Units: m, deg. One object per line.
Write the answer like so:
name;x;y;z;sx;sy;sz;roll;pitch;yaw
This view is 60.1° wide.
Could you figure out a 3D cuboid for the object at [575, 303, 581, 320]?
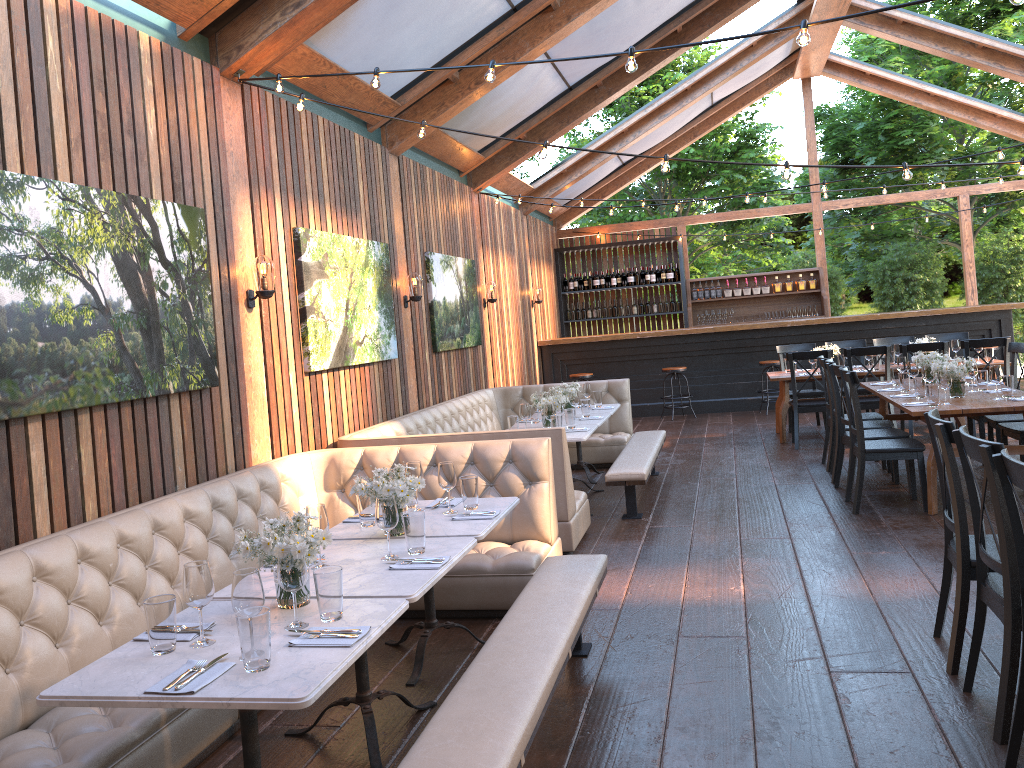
object;1.162;-1.284;15.615;0.094;0.308;0.094;-5;0;-21

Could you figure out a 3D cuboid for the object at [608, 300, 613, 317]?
object;1.719;-1.323;15.499;0.094;0.308;0.094;-5;0;40

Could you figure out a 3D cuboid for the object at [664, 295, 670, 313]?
object;2.662;-1.385;15.244;0.094;0.308;0.094;-5;0;10

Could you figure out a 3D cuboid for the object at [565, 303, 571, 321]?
object;0.993;-1.277;15.711;0.094;0.308;0.094;-5;0;0

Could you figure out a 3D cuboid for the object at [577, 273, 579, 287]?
object;1.174;-1.803;15.691;0.136;0.316;0.136;-5;1;-25

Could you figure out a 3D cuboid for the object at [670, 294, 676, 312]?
object;2.760;-1.391;15.207;0.094;0.308;0.094;-5;0;15

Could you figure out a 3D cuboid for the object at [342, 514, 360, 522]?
object;-0.682;0.644;4.299;0.255;0.019;0.158;-4;4;14

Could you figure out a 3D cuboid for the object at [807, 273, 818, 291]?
object;5.080;-1.726;14.965;0.176;0.288;0.109;-4;1;19

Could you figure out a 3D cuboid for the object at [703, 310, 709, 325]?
object;3.352;-1.145;15.265;0.092;0.244;0.092;-5;1;34

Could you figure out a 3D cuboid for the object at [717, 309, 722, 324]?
object;3.569;-1.160;15.214;0.092;0.244;0.092;-5;0;-11

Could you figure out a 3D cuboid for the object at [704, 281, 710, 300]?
object;3.386;-1.629;15.381;0.094;0.318;0.094;-5;0;9

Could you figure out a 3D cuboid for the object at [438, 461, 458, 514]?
object;-0.310;0.501;4.282;0.092;0.244;0.092;-5;0;17

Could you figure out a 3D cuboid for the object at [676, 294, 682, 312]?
object;2.868;-1.401;15.218;0.094;0.308;0.094;-5;0;40

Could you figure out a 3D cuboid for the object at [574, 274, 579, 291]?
object;1.126;-1.789;15.591;0.077;0.307;0.077;-5;0;30

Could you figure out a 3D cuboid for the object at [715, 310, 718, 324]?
object;3.560;-1.166;15.314;0.092;0.244;0.092;-5;1;34

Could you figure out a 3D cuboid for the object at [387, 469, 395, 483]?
object;-0.581;0.531;4.176;0.092;0.244;0.092;-5;0;-28

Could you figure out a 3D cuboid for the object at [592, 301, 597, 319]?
object;1.447;-1.307;15.598;0.094;0.308;0.094;-5;0;-22

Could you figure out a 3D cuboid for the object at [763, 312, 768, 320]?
object;4.348;-1.161;15.104;0.097;0.134;0.097;-5;1;0

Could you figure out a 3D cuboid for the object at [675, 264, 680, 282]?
object;2.828;-1.902;15.175;0.075;0.303;0.075;-5;0;30

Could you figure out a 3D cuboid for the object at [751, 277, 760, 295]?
object;4.176;-1.676;15.155;0.138;0.311;0.138;-5;1;8

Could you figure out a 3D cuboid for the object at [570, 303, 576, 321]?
object;1.072;-1.278;15.628;0.094;0.308;0.094;-5;0;19

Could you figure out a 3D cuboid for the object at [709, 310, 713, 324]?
object;3.463;-1.161;15.357;0.092;0.244;0.092;-5;1;34

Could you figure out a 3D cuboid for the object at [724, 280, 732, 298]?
object;3.727;-1.646;15.280;0.138;0.311;0.138;-5;1;18

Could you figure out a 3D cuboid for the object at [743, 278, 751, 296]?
object;4.031;-1.666;15.197;0.138;0.311;0.138;-5;1;18

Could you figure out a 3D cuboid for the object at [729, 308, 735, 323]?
object;3.770;-1.174;15.163;0.092;0.244;0.092;-5;0;-11

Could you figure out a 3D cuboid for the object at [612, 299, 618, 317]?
object;1.794;-1.326;15.441;0.094;0.308;0.094;-5;0;15

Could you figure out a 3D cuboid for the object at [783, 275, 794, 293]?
object;4.713;-1.702;15.059;0.176;0.288;0.109;-4;1;19

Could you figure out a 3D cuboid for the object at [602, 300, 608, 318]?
object;1.629;-1.318;15.535;0.094;0.308;0.094;-5;0;10

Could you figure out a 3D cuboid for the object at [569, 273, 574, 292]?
object;1.048;-1.799;15.639;0.087;0.334;0.087;-5;0;-6

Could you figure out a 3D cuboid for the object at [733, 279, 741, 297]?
object;3.878;-1.656;15.239;0.138;0.311;0.138;-5;1;14

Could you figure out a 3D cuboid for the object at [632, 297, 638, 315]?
object;2.126;-1.349;15.372;0.094;0.308;0.094;-5;0;11

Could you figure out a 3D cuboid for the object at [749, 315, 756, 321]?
object;4.107;-1.124;15.116;0.124;0.096;0.124;-5;2;2

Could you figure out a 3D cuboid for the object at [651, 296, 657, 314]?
object;2.458;-1.372;15.306;0.094;0.308;0.094;-5;0;-22

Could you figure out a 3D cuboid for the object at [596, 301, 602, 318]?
object;1.523;-1.308;15.519;0.094;0.308;0.094;-5;0;35

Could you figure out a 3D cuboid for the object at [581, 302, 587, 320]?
object;1.267;-1.294;15.629;0.094;0.308;0.095;-5;0;41

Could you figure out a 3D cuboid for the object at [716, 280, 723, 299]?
object;3.582;-1.641;15.316;0.094;0.318;0.095;-5;0;24

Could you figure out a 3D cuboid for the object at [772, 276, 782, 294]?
object;4.519;-1.687;15.084;0.176;0.288;0.109;-5;0;9

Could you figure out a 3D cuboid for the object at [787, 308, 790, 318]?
object;4.640;-1.192;14.820;0.073;0.181;0.073;-5;1;-12

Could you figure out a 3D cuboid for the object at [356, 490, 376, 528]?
object;-0.677;0.585;4.133;0.092;0.158;0.092;-5;1;0

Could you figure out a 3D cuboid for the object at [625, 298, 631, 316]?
object;2.013;-1.342;15.418;0.094;0.308;0.094;-5;0;14

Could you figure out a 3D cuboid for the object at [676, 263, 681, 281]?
object;2.858;-1.922;15.281;0.081;0.324;0.081;-5;0;-8

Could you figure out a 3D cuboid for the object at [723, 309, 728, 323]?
object;3.665;-1.166;15.180;0.092;0.244;0.092;-5;0;-11

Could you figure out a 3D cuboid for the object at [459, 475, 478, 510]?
object;-0.206;0.533;4.324;0.092;0.158;0.092;-5;1;0

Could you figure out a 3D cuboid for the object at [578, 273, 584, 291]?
object;1.207;-1.795;15.549;0.077;0.309;0.077;-5;0;-8

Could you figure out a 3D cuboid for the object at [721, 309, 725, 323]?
object;3.655;-1.173;15.297;0.092;0.244;0.092;-5;0;-11

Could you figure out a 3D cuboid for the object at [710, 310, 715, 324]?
object;3.460;-1.152;15.232;0.092;0.244;0.092;-5;1;34

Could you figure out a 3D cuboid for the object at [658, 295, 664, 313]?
object;2.568;-1.381;15.296;0.094;0.308;0.094;-5;0;35

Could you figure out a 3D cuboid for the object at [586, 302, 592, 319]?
object;1.358;-1.300;15.604;0.094;0.308;0.094;-5;0;11

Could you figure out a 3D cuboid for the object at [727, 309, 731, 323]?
object;3.755;-1.180;15.277;0.092;0.244;0.092;-5;0;-11

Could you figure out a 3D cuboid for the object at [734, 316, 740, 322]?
object;3.887;-1.114;15.242;0.124;0.096;0.124;-4;3;25

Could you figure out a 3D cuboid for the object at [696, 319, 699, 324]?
object;3.205;-1.100;15.212;0.070;0.185;0.070;-5;0;18

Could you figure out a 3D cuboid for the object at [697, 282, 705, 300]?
object;3.280;-1.620;15.375;0.094;0.318;0.095;-5;0;29

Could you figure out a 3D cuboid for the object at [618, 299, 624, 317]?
object;1.893;-1.331;15.399;0.094;0.308;0.094;-5;0;-5

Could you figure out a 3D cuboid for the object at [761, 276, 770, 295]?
object;4.334;-1.688;15.138;0.138;0.311;0.138;-5;1;18

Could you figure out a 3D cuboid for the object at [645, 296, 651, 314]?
object;2.346;-1.363;15.307;0.094;0.308;0.094;-5;0;-21

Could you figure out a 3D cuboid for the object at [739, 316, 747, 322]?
object;3.949;-1.110;15.096;0.124;0.096;0.124;-4;3;25

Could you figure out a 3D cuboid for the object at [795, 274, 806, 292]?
object;4.891;-1.711;14.975;0.176;0.288;0.109;-5;0;9

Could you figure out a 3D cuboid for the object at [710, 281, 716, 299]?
object;3.476;-1.633;15.324;0.094;0.318;0.094;-5;0;9

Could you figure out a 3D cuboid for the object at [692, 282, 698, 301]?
object;3.186;-1.615;15.426;0.094;0.318;0.095;-5;0;14

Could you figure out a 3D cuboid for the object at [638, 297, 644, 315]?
object;2.243;-1.358;15.369;0.094;0.308;0.095;-5;0;41
